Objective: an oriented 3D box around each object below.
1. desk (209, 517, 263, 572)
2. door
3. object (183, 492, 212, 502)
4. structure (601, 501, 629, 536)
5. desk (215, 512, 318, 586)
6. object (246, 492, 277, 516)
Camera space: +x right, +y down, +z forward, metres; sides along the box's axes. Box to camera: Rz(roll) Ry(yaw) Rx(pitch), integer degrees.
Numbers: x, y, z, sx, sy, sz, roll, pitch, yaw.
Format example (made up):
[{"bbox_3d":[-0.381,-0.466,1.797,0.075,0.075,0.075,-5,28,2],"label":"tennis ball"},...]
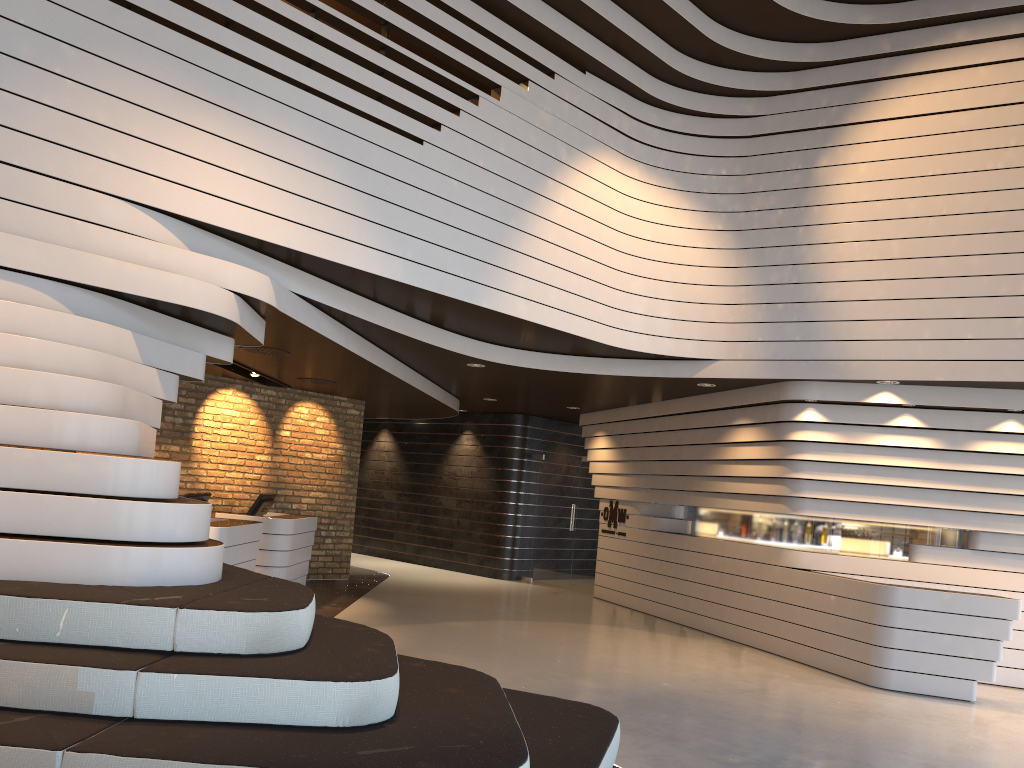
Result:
[{"bbox_3d":[-2.905,1.720,8.131,0.850,0.917,1.465,5,-5,0],"label":"desk"},{"bbox_3d":[0.886,1.850,13.762,0.079,2.693,1.778,6,-2,-42],"label":"door"},{"bbox_3d":[-3.058,1.266,8.178,0.368,0.552,0.599,5,-4,4],"label":"object"},{"bbox_3d":[1.442,1.887,12.452,0.017,0.467,0.806,5,-5,-21],"label":"structure"},{"bbox_3d":[-2.872,1.995,10.362,0.850,0.917,1.465,5,-5,2],"label":"desk"},{"bbox_3d":[-2.993,1.530,10.299,0.368,0.552,0.599,5,-4,4],"label":"object"}]
